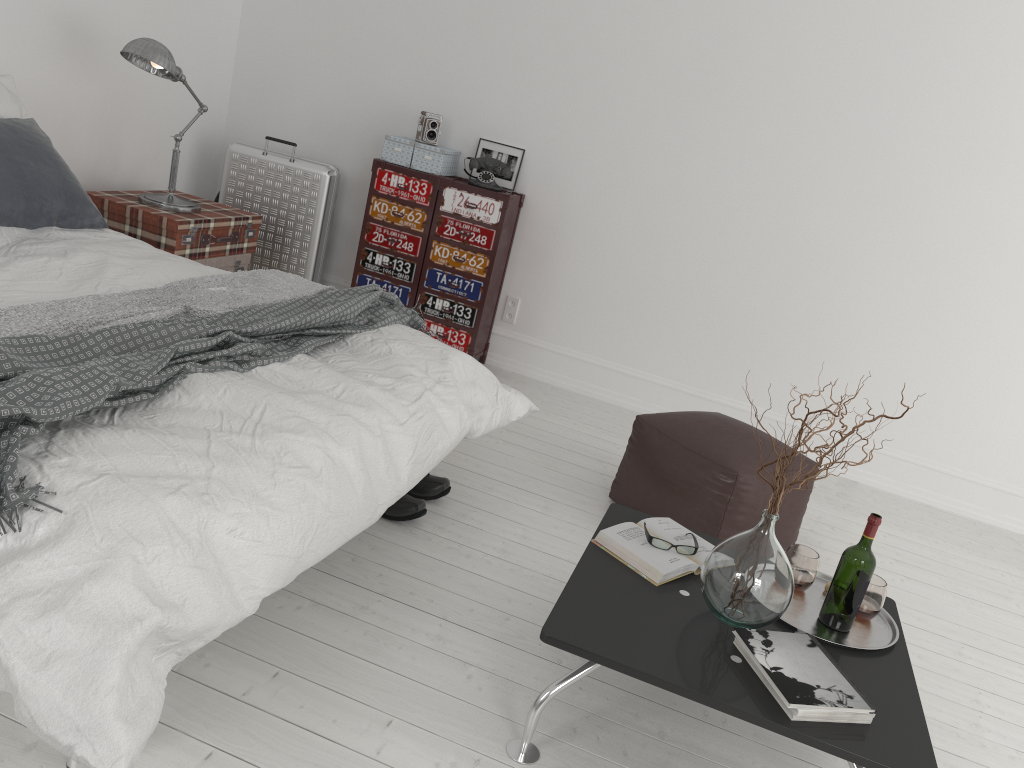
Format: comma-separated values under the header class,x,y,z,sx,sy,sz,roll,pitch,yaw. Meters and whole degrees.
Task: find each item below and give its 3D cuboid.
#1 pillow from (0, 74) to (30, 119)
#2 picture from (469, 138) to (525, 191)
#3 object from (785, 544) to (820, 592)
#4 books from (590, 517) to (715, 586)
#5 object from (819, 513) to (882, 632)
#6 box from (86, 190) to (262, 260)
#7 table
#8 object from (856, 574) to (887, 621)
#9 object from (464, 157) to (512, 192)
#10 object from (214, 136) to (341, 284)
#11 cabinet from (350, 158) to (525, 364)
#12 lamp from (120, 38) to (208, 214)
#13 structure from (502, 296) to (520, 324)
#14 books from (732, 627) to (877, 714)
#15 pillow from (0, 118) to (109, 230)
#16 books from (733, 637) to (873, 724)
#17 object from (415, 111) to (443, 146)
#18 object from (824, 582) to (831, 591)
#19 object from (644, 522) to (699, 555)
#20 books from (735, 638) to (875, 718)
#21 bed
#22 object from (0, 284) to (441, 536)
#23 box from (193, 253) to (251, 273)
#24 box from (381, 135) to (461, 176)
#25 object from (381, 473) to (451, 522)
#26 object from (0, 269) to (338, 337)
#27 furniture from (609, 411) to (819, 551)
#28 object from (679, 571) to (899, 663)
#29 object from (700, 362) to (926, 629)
class,x,y,z,sx,sy,sz,roll,pitch,yaw
pillow,-2.129,-0.737,2.626,0.465,0.529,1.965,18,17,12
picture,-0.078,-1.144,4.625,0.254,0.218,0.037,18,17,13
object,0.756,0.487,2.342,0.095,0.106,0.095,21,18,24
books,0.409,0.432,2.360,0.342,0.040,0.231,-2,23,-43
object,0.838,0.455,2.166,0.081,0.303,0.081,23,19,29
box,-1.573,-0.748,4.161,0.537,0.185,0.647,18,17,13
table,0.518,0.700,2.187,0.824,0.313,0.833,18,17,13
object,0.905,0.545,2.275,0.095,0.106,0.095,21,18,24
object,-0.130,-1.078,4.516,0.181,0.155,0.216,-3,23,-45
object,-1.327,-0.894,4.877,0.647,0.902,0.208,15,16,3
cabinet,-0.429,-0.633,4.699,0.762,0.942,0.281,18,17,13
lamp,-1.509,-1.121,3.876,0.269,0.699,0.488,18,17,13
structure,-0.006,-0.400,4.786,0.070,0.140,0.009,18,17,13
books,0.619,0.609,1.897,0.207,0.012,0.257,9,17,-15
pillow,-1.812,-0.715,2.997,0.405,0.339,0.842,18,17,13
books,0.620,0.635,1.909,0.191,0.014,0.259,9,17,-17
object,-0.419,-1.311,4.553,0.121,0.157,0.117,6,18,-26
object,0.860,0.550,2.366,0.024,0.024,0.046,-3,23,-44
object,0.419,0.405,2.349,0.141,0.030,0.135,13,16,-2
books,0.623,0.623,1.901,0.191,0.014,0.254,8,17,-18
bed,-1.329,-0.179,2.483,2.473,0.926,2.217,18,17,13
object,-0.731,0.022,2.352,0.536,0.377,2.154,19,17,15
box,-1.628,-0.564,4.159,0.537,0.185,0.647,18,17,13
box,-0.469,-1.182,4.594,0.332,0.131,0.242,18,17,13
object,-0.381,0.333,2.983,0.300,0.127,0.322,18,17,13
object,-1.106,0.012,2.445,0.521,0.500,2.236,19,17,16
furniture,0.773,0.348,3.365,0.646,0.423,0.646,-1,22,-41
object,0.681,0.578,2.232,0.622,0.063,0.395,6,18,-26
object,0.614,0.262,1.976,0.313,0.666,0.291,7,18,-23
